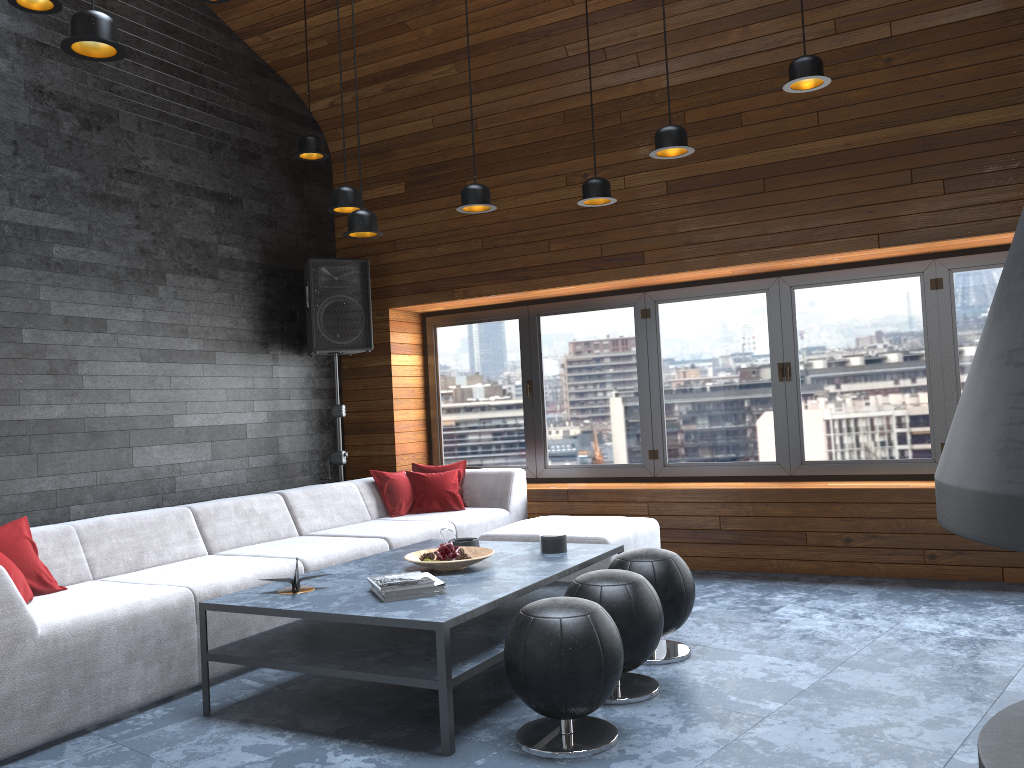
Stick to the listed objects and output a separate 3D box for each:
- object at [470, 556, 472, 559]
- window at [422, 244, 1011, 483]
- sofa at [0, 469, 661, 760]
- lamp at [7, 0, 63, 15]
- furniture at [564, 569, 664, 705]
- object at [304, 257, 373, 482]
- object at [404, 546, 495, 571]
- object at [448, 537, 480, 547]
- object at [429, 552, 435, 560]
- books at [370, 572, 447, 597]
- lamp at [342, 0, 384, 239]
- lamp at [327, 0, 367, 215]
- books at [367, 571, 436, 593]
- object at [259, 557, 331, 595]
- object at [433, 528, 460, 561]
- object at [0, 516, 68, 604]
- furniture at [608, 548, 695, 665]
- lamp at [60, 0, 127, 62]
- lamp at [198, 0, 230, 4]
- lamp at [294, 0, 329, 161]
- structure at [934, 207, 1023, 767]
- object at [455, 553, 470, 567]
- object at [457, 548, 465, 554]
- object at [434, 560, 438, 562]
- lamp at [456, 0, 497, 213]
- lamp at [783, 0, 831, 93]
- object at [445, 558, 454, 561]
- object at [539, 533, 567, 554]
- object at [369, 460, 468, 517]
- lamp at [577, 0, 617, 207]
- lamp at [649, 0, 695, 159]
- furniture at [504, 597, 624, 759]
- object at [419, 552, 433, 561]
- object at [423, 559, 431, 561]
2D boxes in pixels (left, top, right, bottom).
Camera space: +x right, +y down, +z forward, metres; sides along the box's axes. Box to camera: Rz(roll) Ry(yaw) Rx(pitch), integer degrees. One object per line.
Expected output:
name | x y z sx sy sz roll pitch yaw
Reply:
object | -0.199 0.775 3.891 0.043 0.042 0.042 -4 -2 23
window | 1.844 -0.055 5.992 5.936 1.522 0.101 -4 -2 28
sofa | -0.716 0.935 4.546 2.204 0.693 4.035 -4 -2 28
lamp | -2.098 -2.562 3.844 0.210 1.854 0.210 -2 -2 -24
furniture | 0.389 0.958 3.446 0.401 0.462 0.402 -1 -2 -42
object | -1.367 0.227 6.622 0.639 2.299 0.686 -2 -2 -23
object | -0.273 0.776 3.896 0.395 0.061 0.395 -4 -2 21
object | -0.243 0.803 4.457 0.160 0.040 0.160 -3 -2 6
object | -0.364 0.771 3.958 0.042 0.042 0.044 -4 -2 28
books | -0.404 0.774 3.426 0.239 0.021 0.299 -2 -2 -20
lamp | -0.820 -1.897 4.573 0.210 2.273 0.210 -2 -2 -24
lamp | -0.943 -1.955 4.823 0.210 2.036 0.210 -2 -2 -24
books | -0.425 0.754 3.387 0.210 0.017 0.265 -2 -2 -20
object | -0.863 0.768 3.534 0.250 0.117 0.240 -4 -2 36
object | -0.288 0.718 3.915 0.118 0.172 0.105 -3 -2 -9
object | -2.053 0.729 3.458 0.528 0.354 0.742 -4 -2 29
furniture | 0.609 0.961 3.924 0.401 0.462 0.402 -2 -2 -22
lamp | -1.523 -2.753 3.108 0.210 3.209 0.210 -1 -2 -39
lamp | -1.547 -2.566 4.486 0.210 1.206 0.210 -2 -2 -24
lamp | -1.268 -2.084 5.478 0.210 1.369 0.210 -2 -2 -24
structure | 1.144 -1.766 1.309 1.197 5.701 1.689 -4 -2 28
object | -0.212 0.758 3.811 0.061 0.061 0.063 -4 -2 28
object | -0.242 0.764 3.979 0.062 0.062 0.060 -3 -2 -11
object | -0.306 0.779 3.830 0.081 0.034 0.073 -3 -2 17
lamp | -0.236 -1.922 4.625 0.210 2.034 0.210 -2 -2 -24
lamp | 1.304 -2.146 4.067 0.210 1.565 0.210 -2 -2 -24
object | -0.267 0.766 3.796 0.042 0.042 0.043 -4 -2 32
object | 0.195 0.751 4.184 0.126 0.081 0.126 -3 -2 1
object | -0.583 0.733 6.166 0.528 0.354 0.742 -4 -2 28
lamp | 0.401 -1.967 4.747 0.210 2.003 0.210 -2 -2 -24
lamp | 0.705 -2.044 4.212 0.210 1.911 0.210 -2 -2 -24
furniture | 0.176 0.956 2.983 0.401 0.462 0.402 -5 -2 43
object | -0.378 0.768 3.880 0.061 0.062 0.064 -2 -2 -30
object | -0.358 0.765 3.790 0.048 0.039 0.039 -4 -2 25
